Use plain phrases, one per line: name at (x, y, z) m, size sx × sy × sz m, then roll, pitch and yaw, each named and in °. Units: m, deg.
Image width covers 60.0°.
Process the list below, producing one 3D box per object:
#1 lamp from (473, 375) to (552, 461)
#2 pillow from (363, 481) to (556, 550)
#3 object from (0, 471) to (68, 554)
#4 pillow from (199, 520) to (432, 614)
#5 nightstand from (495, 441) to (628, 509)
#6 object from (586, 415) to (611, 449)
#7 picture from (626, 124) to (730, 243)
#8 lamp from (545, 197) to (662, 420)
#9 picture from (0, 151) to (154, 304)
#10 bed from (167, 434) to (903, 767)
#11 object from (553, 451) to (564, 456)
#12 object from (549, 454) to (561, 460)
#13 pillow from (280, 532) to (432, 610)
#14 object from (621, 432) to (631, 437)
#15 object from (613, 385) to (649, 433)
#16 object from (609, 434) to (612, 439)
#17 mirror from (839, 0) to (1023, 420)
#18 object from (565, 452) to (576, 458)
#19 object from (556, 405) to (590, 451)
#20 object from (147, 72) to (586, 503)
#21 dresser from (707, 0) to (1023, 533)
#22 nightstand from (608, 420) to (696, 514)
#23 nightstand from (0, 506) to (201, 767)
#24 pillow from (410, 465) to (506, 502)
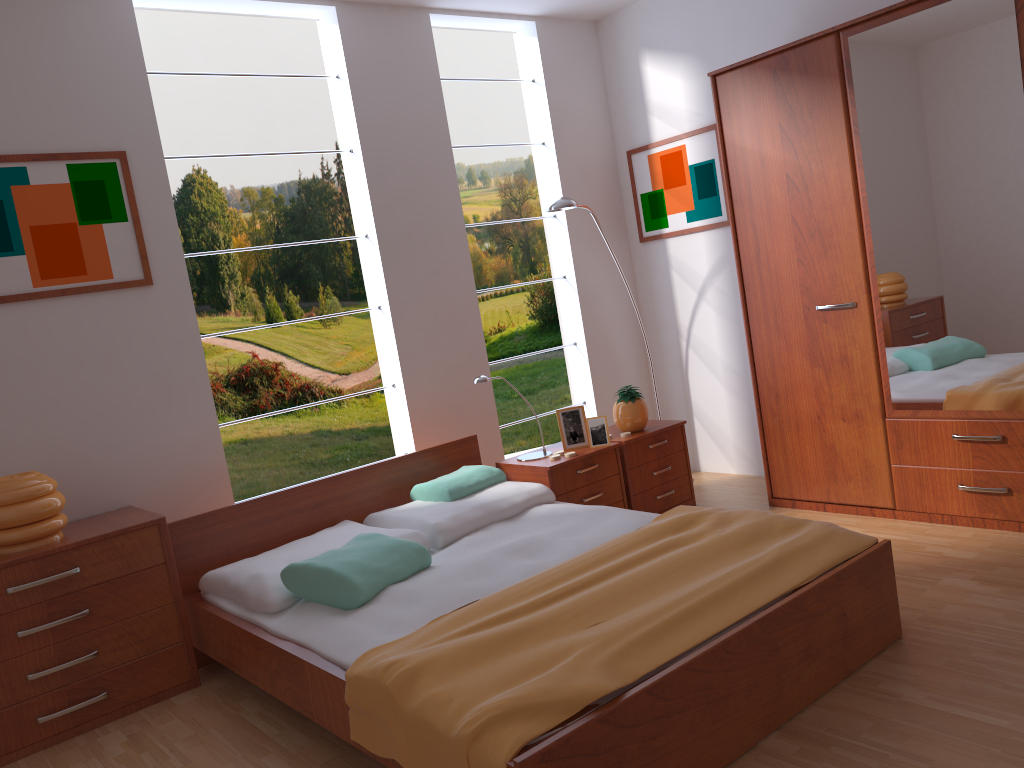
lamp at (0.015, 0.142, 3.949) m, size 0.163 × 0.421 × 0.337 m, roll -4°, pitch 8°, yaw 40°
pillow at (-0.212, 0.528, 3.662) m, size 0.630 × 0.182 × 0.574 m, roll -15°, pitch 8°, yaw -40°
object at (-1.639, 0.425, 2.967) m, size 0.264 × 0.244 × 0.264 m, roll -12°, pitch 7°, yaw -21°
pillow at (-0.722, 0.660, 3.228) m, size 0.574 × 0.157 × 0.682 m, roll -3°, pitch 9°, yaw 45°
nightstand at (0.244, 0.530, 4.066) m, size 0.439 × 0.442 × 0.377 m, roll -14°, pitch 8°, yaw -38°
object at (0.390, 0.217, 4.015) m, size 0.094 × 0.137 × 0.027 m, roll -9°, pitch 6°, yaw 7°
picture at (0.894, -1.062, 4.765) m, size 0.030 × 0.517 × 0.645 m, roll -14°, pitch 8°, yaw -38°
lamp at (0.592, -0.185, 4.635) m, size 0.387 × 1.603 × 0.799 m, roll -7°, pitch 7°, yaw 25°
picture at (-1.691, -0.576, 3.233) m, size 0.645 × 0.517 × 0.030 m, roll -14°, pitch 8°, yaw -38°
bed at (-0.001, 0.613, 2.975) m, size 1.632 × 0.560 × 1.990 m, roll -14°, pitch 8°, yaw -38°
object at (0.211, 0.314, 3.987) m, size 0.049 × 0.018 × 0.049 m, roll -5°, pitch 8°, yaw 38°
object at (0.191, 0.325, 3.915) m, size 0.049 × 0.018 × 0.049 m, roll -5°, pitch 8°, yaw 38°
pillow at (-0.511, 0.613, 2.953) m, size 0.334 × 0.164 × 0.425 m, roll -6°, pitch 7°, yaw 28°
object at (0.536, 0.239, 4.173) m, size 0.049 × 0.018 × 0.049 m, roll -5°, pitch 8°, yaw 38°
object at (0.567, 0.119, 4.264) m, size 0.170 × 0.223 × 0.169 m, roll -6°, pitch 7°, yaw 31°
object at (0.448, 0.252, 4.189) m, size 0.049 × 0.018 × 0.049 m, roll -5°, pitch 8°, yaw 38°
mirror at (1.615, -0.626, 3.277) m, size 0.037 × 1.556 × 0.681 m, roll -14°, pitch 8°, yaw -38°
object at (0.257, 0.313, 3.917) m, size 0.049 × 0.018 × 0.049 m, roll -5°, pitch 8°, yaw 38°
object at (0.283, 0.203, 4.065) m, size 0.131 × 0.191 × 0.037 m, roll -10°, pitch 6°, yaw -8°
object at (-0.505, -0.573, 4.286) m, size 2.205 × 1.815 × 0.033 m, roll -14°, pitch 8°, yaw -38°
dresser at (1.836, -0.459, 3.390) m, size 0.487 × 2.004 × 2.017 m, roll -14°, pitch 8°, yaw -38°
nightstand at (0.600, 0.440, 4.351) m, size 0.439 × 0.442 × 0.377 m, roll -14°, pitch 8°, yaw -38°
nightstand at (-1.581, 0.847, 3.006) m, size 0.815 × 0.626 × 0.428 m, roll -14°, pitch 8°, yaw -38°
pillow at (-0.229, 0.431, 3.745) m, size 0.322 × 0.116 × 0.276 m, roll -15°, pitch 8°, yaw -41°
